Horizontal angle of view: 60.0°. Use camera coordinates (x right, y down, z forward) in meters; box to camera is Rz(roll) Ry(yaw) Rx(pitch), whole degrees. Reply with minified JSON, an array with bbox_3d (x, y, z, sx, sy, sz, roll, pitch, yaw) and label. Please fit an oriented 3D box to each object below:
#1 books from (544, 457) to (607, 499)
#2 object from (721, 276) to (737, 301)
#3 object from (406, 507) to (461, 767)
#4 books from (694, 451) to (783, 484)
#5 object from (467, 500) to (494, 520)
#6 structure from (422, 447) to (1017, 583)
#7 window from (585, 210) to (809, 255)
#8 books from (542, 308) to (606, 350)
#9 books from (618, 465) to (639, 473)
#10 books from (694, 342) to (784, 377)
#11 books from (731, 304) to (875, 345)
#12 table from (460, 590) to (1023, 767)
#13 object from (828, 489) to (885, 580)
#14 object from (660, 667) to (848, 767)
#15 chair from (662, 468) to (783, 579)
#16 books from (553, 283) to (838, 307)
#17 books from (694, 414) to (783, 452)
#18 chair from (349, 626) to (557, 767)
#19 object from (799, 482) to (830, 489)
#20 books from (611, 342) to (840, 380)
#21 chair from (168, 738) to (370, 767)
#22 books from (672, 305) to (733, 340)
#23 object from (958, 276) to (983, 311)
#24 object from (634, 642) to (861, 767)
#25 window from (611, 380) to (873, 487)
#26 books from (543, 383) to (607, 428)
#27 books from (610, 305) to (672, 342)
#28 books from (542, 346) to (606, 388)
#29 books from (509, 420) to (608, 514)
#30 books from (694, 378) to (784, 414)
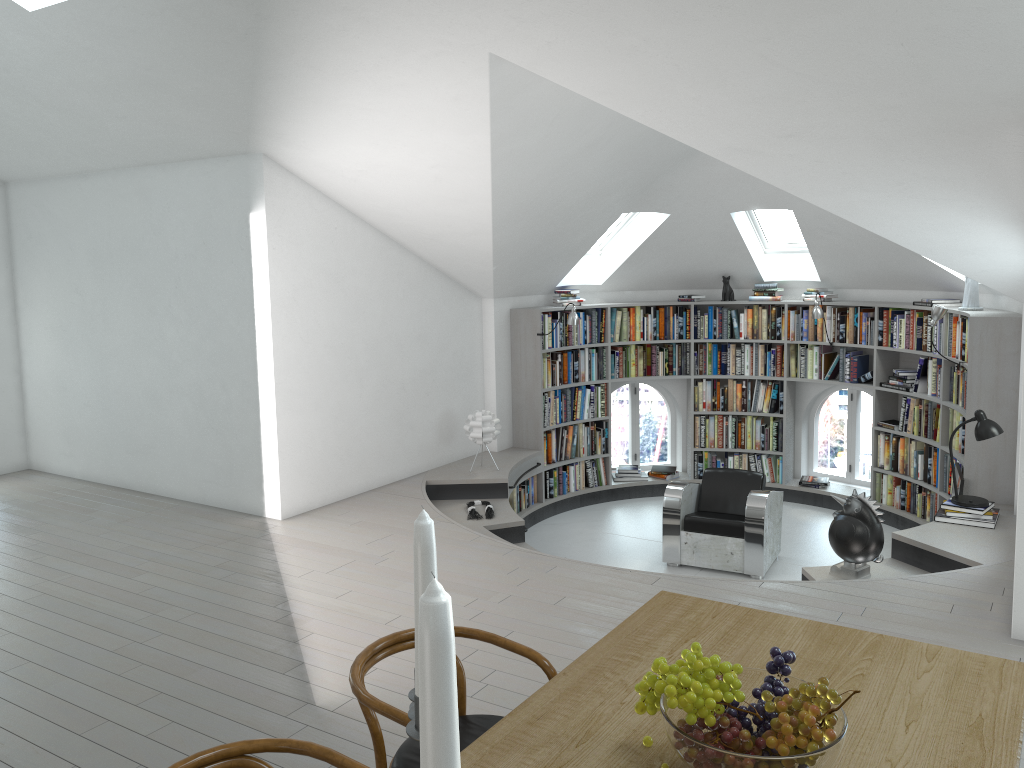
[{"bbox_3d":[0.587,0.929,9.081,0.920,0.318,0.283,-8,10,-38],"label":"books"},{"bbox_3d":[2.253,-0.993,9.210,0.147,0.264,0.202,3,8,29],"label":"object"},{"bbox_3d":[-0.100,0.493,0.947,0.265,0.872,0.777,0,7,7],"label":"object"},{"bbox_3d":[2.408,0.853,9.385,1.019,0.305,0.288,1,8,18],"label":"books"},{"bbox_3d":[-0.256,1.014,7.134,0.218,0.082,0.474,-2,8,-4],"label":"object"},{"bbox_3d":[1.651,1.135,7.338,4.710,0.691,4.725,-3,8,-12],"label":"structure"},{"bbox_3d":[2.348,-1.559,8.204,4.058,0.711,1.938,4,9,33],"label":"window"},{"bbox_3d":[0.519,-0.561,8.874,1.034,0.360,0.301,-8,10,-40],"label":"books"},{"bbox_3d":[1.254,0.916,9.552,0.213,0.036,0.227,0,8,9],"label":"books"},{"bbox_3d":[2.402,-0.272,9.299,1.028,0.358,0.301,1,8,19],"label":"books"},{"bbox_3d":[2.952,-0.614,8.869,1.567,0.366,0.394,5,10,38],"label":"books"},{"bbox_3d":[-0.001,1.296,1.185,1.019,0.796,3.358,4,9,33],"label":"table"},{"bbox_3d":[2.138,0.929,5.510,0.320,0.561,0.322,0,7,6],"label":"object"},{"bbox_3d":[0.478,0.723,1.773,0.360,0.159,0.361,1,8,13],"label":"object"},{"bbox_3d":[1.766,1.120,7.388,0.823,0.717,0.743,3,8,28],"label":"chair"},{"bbox_3d":[1.824,-0.920,9.071,2.814,0.173,0.750,-1,8,4],"label":"books"},{"bbox_3d":[2.418,0.493,9.343,1.032,0.356,0.293,1,8,18],"label":"books"},{"bbox_3d":[-0.146,1.145,2.519,0.622,0.732,0.528,4,9,36],"label":"chair"},{"bbox_3d":[3.094,1.019,9.063,0.214,0.036,0.227,-8,11,-40],"label":"object"},{"bbox_3d":[2.153,-0.244,9.185,2.529,0.370,0.593,1,8,14],"label":"books"},{"bbox_3d":[-0.507,1.242,1.891,0.622,0.732,0.529,3,8,33],"label":"chair"},{"bbox_3d":[1.988,-0.651,9.344,0.682,0.345,0.266,0,7,10],"label":"books"},{"bbox_3d":[3.666,-0.822,7.067,0.179,0.471,0.179,5,9,42],"label":"object"},{"bbox_3d":[0.463,0.657,1.791,0.394,0.283,0.293,-2,7,-3],"label":"object"},{"bbox_3d":[2.423,0.472,9.438,3.231,1.147,0.619,2,7,19],"label":"window"},{"bbox_3d":[0.548,0.200,8.932,1.021,0.358,0.261,-8,10,-40],"label":"books"},{"bbox_3d":[1.308,-0.640,9.293,0.793,0.372,0.270,-3,7,-13],"label":"books"},{"bbox_3d":[0.532,-0.180,8.938,1.090,0.346,0.303,-8,10,-41],"label":"books"},{"bbox_3d":[0.368,0.777,8.815,0.391,0.693,1.644,5,10,43],"label":"books"},{"bbox_3d":[2.397,0.110,9.302,0.997,0.350,0.298,1,8,17],"label":"books"}]
